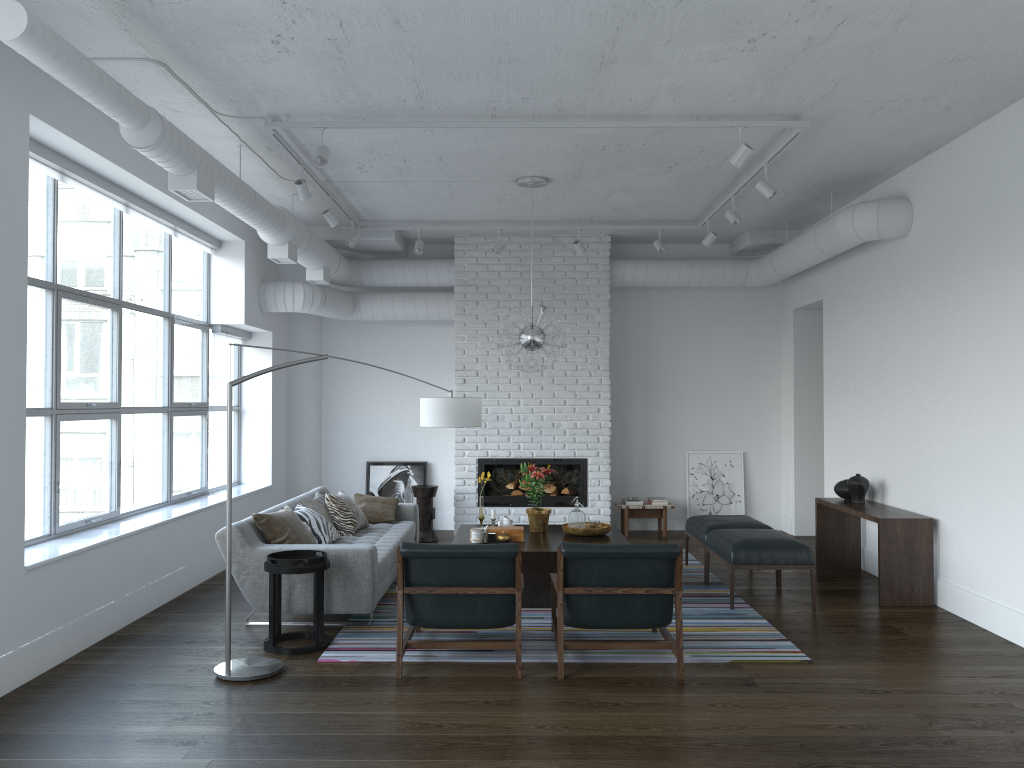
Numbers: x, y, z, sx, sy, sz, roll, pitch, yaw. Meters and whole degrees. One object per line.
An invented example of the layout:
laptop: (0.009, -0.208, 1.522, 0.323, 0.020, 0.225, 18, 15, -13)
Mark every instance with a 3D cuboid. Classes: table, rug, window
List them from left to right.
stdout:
window: (-2.817, -0.186, 6.852, 0.107, 2.340, 4.566, 0, -1, 0)
table: (-1.266, 1.275, 5.228, 0.379, 0.536, 0.379, 0, -1, 18)
table: (-0.904, 1.337, 9.192, 0.282, 0.558, 0.281, 0, -1, -21)
table: (0.212, 1.369, 6.809, 1.306, 0.394, 1.362, 0, -1, 0)
rug: (0.304, 1.570, 6.768, 2.735, 0.012, 3.760, 0, -1, 0)
table: (1.427, 1.468, 9.605, 0.605, 0.345, 0.405, 0, -1, 0)
table: (2.781, 1.268, 6.914, 0.375, 0.617, 1.362, 0, -1, 0)

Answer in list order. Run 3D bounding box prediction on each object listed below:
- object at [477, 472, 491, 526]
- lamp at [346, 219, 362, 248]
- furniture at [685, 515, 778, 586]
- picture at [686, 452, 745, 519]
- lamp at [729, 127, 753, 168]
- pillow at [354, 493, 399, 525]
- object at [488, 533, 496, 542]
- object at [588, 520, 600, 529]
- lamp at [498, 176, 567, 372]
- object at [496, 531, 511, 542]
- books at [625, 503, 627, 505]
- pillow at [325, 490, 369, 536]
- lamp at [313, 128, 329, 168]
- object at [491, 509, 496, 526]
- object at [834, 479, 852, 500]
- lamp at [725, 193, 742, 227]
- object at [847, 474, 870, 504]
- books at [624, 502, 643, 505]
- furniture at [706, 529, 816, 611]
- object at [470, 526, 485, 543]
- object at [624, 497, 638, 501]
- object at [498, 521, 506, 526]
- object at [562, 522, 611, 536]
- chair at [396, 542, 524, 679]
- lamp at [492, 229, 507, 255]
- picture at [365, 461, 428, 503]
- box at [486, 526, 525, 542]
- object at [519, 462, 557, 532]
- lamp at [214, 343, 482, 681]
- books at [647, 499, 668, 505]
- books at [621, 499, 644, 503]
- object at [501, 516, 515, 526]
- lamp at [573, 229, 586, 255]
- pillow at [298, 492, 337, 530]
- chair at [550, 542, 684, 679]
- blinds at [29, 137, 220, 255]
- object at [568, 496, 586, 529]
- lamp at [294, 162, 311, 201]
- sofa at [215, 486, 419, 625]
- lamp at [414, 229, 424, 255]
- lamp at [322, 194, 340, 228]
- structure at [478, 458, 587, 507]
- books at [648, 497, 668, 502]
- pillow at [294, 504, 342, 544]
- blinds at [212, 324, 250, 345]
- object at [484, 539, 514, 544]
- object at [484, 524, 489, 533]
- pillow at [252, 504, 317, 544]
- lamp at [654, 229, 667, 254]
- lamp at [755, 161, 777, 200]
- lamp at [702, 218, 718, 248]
object: (-0.219, 0.944, 7.142, 0.121, 0.470, 0.120, 0, -1, 16)
lamp: (-1.489, -1.424, 8.354, 0.154, 0.285, 0.087, 1, -2, -40)
furniture: (1.806, 1.348, 7.362, 0.584, 0.478, 0.828, 0, -1, 0)
picture: (2.268, 1.198, 9.895, 0.637, 0.884, 0.093, 0, -1, 0)
lamp: (1.420, -1.484, 5.496, 0.088, 0.285, 0.154, 1, -2, -44)
pillow: (-1.207, 1.087, 7.687, 0.427, 0.261, 0.236, 0, -1, 2)
object: (-0.148, 1.119, 6.476, 0.058, 0.055, 0.058, 0, -1, 0)
object: (0.646, 1.126, 6.961, 0.085, 0.089, 0.195, 0, -1, 10)
lamp: (0.161, -0.868, 7.127, 0.552, 1.546, 0.552, 0, -1, -12)
object: (-0.061, 1.108, 6.456, 0.103, 0.077, 0.103, 1, -1, -28)
books: (1.311, 1.293, 9.609, 0.172, 0.011, 0.273, 0, -1, -1)
pillow: (-1.334, 1.018, 7.115, 0.271, 0.340, 0.576, 0, -1, 4)
lamp: (-1.188, -1.483, 5.515, 0.095, 0.285, 0.154, 0, -1, -6)
object: (-0.150, 1.093, 7.158, 0.098, 0.174, 0.098, 0, -1, -5)
object: (2.828, 0.887, 7.436, 0.245, 0.168, 0.245, 0, -1, -8)
lamp: (1.833, -1.445, 7.355, 0.094, 0.285, 0.154, 1, -1, -26)
object: (2.814, 0.848, 7.206, 0.171, 0.236, 0.171, 0, -1, 5)
books: (1.308, 1.282, 9.599, 0.171, 0.011, 0.306, 0, -1, -1)
furniture: (1.800, 1.331, 6.510, 0.583, 0.476, 0.827, 0, -1, 0)
object: (-0.252, 1.108, 6.531, 0.106, 0.116, 0.117, 0, -1, -20)
object: (1.290, 1.240, 9.619, 0.134, 0.038, 0.093, 1, -1, -33)
object: (-0.096, 1.128, 7.002, 0.102, 0.098, 0.102, -1, -2, 40)
object: (0.585, 1.140, 6.944, 0.383, 0.068, 0.383, -1, -2, 43)
chair: (-0.273, 1.191, 5.092, 0.678, 0.698, 0.983, 0, -1, 0)
lamp: (-0.126, -1.416, 8.751, 0.154, 0.285, 0.090, 1, -1, -31)
picture: (-1.289, 1.253, 9.873, 0.686, 0.775, 0.130, 0, -1, 0)
box: (-0.049, 1.121, 6.625, 0.294, 0.093, 0.169, 0, -1, 0)
object: (0.192, 0.899, 7.065, 0.284, 0.558, 0.275, 1, -2, -38)
lamp: (-0.916, 0.676, 5.486, 0.432, 1.738, 2.162, -1, -1, 34)
books: (1.581, 1.282, 9.621, 0.185, 0.032, 0.267, 0, -1, -2)
books: (1.306, 1.268, 9.610, 0.202, 0.019, 0.280, 0, -1, -2)
object: (-0.033, 1.122, 7.152, 0.121, 0.113, 0.124, 0, -1, 20)
lamp: (0.662, -1.416, 8.745, 0.097, 0.285, 0.154, -1, -2, 41)
pillow: (-1.504, 1.041, 7.046, 0.254, 0.318, 0.663, 0, -1, 1)
chair: (0.569, 1.191, 5.087, 0.678, 0.698, 0.983, 0, -1, 0)
blinds: (-2.755, -1.298, 6.407, 0.086, 0.130, 3.613, 0, -1, 0)
object: (0.511, 1.029, 6.981, 0.143, 0.288, 0.143, 1, -1, -28)
lamp: (-1.507, -1.465, 6.390, 0.087, 0.285, 0.154, 0, -1, 10)
sofa: (-1.333, 1.232, 6.712, 0.991, 0.684, 2.541, 0, -1, 0)
lamp: (-0.922, -1.415, 8.754, 0.095, 0.285, 0.154, 0, -1, -1)
lamp: (-1.505, -1.445, 7.366, 0.087, 0.285, 0.154, -1, -2, 45)
structure: (0.225, 1.080, 9.685, 1.168, 0.578, 0.675, 0, -1, 0)
books: (1.581, 1.254, 9.629, 0.173, 0.025, 0.238, 0, -1, -2)
pillow: (-1.464, 1.053, 6.478, 0.346, 0.283, 0.578, 0, -1, 1)
blinds: (-2.739, -0.478, 8.678, 0.086, 0.130, 0.903, 0, -1, 0)
object: (-0.093, 1.153, 6.455, 0.214, 0.023, 0.130, 0, -1, 0)
object: (-0.207, 1.143, 7.016, 0.069, 0.078, 0.124, 0, -1, -17)
pillow: (-1.511, 1.010, 5.948, 0.298, 0.338, 0.597, 0, -1, 10)
lamp: (1.454, -1.416, 8.736, 0.093, 0.285, 0.154, 0, -1, -21)
lamp: (1.824, -1.465, 6.371, 0.154, 0.285, 0.100, -1, -1, 24)
lamp: (1.850, -1.425, 8.314, 0.154, 0.285, 0.104, -1, -2, 41)
